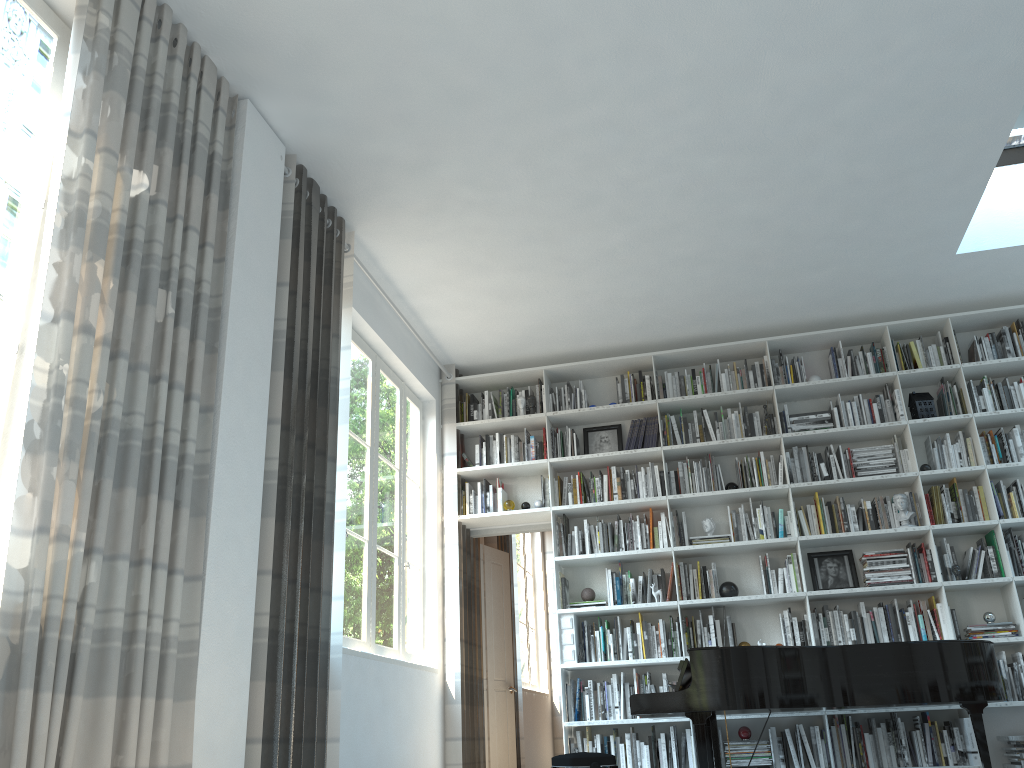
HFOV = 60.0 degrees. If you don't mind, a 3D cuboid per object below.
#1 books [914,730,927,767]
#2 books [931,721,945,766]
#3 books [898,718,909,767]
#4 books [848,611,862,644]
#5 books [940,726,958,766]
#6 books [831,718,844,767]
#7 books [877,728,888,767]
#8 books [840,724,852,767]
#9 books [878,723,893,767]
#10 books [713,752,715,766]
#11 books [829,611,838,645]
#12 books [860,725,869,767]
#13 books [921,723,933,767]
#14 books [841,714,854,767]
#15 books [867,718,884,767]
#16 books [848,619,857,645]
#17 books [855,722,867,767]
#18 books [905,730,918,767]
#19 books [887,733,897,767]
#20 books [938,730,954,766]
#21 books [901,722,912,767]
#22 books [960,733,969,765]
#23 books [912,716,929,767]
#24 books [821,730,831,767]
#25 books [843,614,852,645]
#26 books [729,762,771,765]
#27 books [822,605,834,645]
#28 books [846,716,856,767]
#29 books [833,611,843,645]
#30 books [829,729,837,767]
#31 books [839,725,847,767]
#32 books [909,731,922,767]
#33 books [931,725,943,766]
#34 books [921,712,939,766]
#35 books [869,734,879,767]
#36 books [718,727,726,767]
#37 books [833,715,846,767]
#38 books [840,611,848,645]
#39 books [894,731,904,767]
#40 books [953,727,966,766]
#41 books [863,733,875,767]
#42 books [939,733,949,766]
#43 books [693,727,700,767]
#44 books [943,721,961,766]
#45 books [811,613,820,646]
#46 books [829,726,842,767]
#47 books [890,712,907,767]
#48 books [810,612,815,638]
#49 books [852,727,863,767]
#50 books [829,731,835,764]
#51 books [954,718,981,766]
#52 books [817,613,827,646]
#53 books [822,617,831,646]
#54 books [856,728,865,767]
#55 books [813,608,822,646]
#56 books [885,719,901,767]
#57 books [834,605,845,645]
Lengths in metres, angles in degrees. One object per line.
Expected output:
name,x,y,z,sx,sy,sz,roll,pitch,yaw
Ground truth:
books,2.551,2.287,5.566,0.029,0.209,0.171,-7,-22,11
books,2.664,2.252,5.556,0.011,0.257,0.172,-7,-22,11
books,2.457,2.263,5.602,0.014,0.287,0.185,-7,-22,11
books,2.280,1.637,5.891,0.029,0.237,0.166,-7,-22,11
books,2.731,2.262,5.547,0.028,0.226,0.162,-7,-22,11
books,2.087,2.304,5.681,0.014,0.299,0.185,-7,-22,11
books,2.343,2.310,5.634,0.030,0.233,0.138,-7,-22,11
books,2.133,2.323,5.683,0.025,0.262,0.145,-7,-22,11
books,2.370,2.294,5.633,0.028,0.260,0.133,-7,-22,11
books,1.330,2.435,5.834,0.023,0.230,0.165,-7,-22,11
books,2.150,1.658,5.941,0.024,0.246,0.132,-7,-22,11
books,2.241,2.314,5.662,0.012,0.254,0.151,-7,-22,11
books,2.595,2.259,5.556,0.044,0.250,0.187,-7,-22,11
books,2.147,2.283,5.684,0.012,0.336,0.144,-7,-22,11
books,2.314,2.285,5.648,0.026,0.293,0.155,-7,-22,11
books,2.251,1.663,5.881,0.029,0.183,0.175,-7,-22,11
books,2.229,2.306,5.668,0.012,0.275,0.155,-7,-22,11
books,2.514,2.301,5.600,0.040,0.211,0.130,-7,-22,11
books,2.397,2.317,5.615,0.024,0.202,0.145,-7,-22,11
books,2.705,2.271,5.537,0.022,0.204,0.192,-7,-22,11
books,2.480,2.279,5.608,0.024,0.261,0.132,-7,-22,11
books,2.797,2.274,5.523,0.023,0.181,0.149,-7,-22,11
books,2.570,2.247,5.579,0.011,0.291,0.184,-7,-22,11
books,2.022,2.352,5.709,0.021,0.236,0.116,-7,-22,11
books,2.227,1.653,5.896,0.023,0.216,0.175,-7,-22,11
books,1.544,2.468,5.768,0.254,0.007,0.161,-6,-22,8
books,2.125,1.643,5.959,0.027,0.289,0.141,-7,-22,11
books,2.170,2.292,5.675,0.034,0.310,0.170,-7,-22,11
books,2.170,1.649,5.920,0.027,0.244,0.180,-7,-22,11
books,2.056,2.346,5.698,0.010,0.236,0.134,-7,-22,11
books,2.119,2.331,5.695,0.010,0.257,0.131,-7,-22,11
books,2.531,2.289,5.565,0.010,0.205,0.180,-7,-22,11
books,2.649,2.269,5.569,0.028,0.237,0.140,-7,-22,11
books,2.622,2.226,5.566,0.013,0.315,0.187,-7,-22,11
books,2.291,2.337,5.646,0.030,0.196,0.143,-7,-22,11
books,1.381,2.408,5.841,0.027,0.281,0.130,-7,-22,11
books,2.103,2.290,5.701,0.014,0.338,0.140,-7,-22,11
books,2.210,1.651,5.926,0.021,0.243,0.142,-7,-22,11
books,2.430,2.305,5.602,0.022,0.212,0.168,-7,-22,11
books,2.768,2.256,5.524,0.029,0.217,0.191,-7,-22,11
books,2.256,2.325,5.626,0.028,0.205,0.175,-7,-22,11
books,2.685,2.284,5.549,0.024,0.190,0.155,-7,-22,11
books,1.228,2.427,5.875,0.012,0.284,0.160,-7,-22,11
books,2.748,2.243,5.541,0.013,0.255,0.177,-7,-22,11
books,2.036,1.672,5.958,0.029,0.243,0.154,-7,-22,11
books,2.068,2.327,5.676,0.026,0.255,0.184,-7,-22,11
books,2.443,2.242,5.613,0.014,0.334,0.183,-7,-22,11
books,2.016,1.656,5.973,0.012,0.284,0.160,-7,-22,11
books,2.201,2.323,5.667,0.022,0.246,0.144,-7,-22,11
books,2.044,2.339,5.701,0.012,0.253,0.161,-7,-22,11
books,2.809,2.206,5.471,0.038,0.268,0.278,-7,-22,11
books,2.070,1.665,5.933,0.027,0.233,0.168,-7,-22,11
books,2.098,1.678,5.934,0.024,0.207,0.170,-7,-22,11
books,2.217,2.323,5.659,0.012,0.238,0.129,-7,-22,11
books,2.053,1.652,5.954,0.011,0.274,0.146,-7,-22,11
books,2.410,2.272,5.615,0.013,0.284,0.185,-7,-22,11
books,2.188,1.629,5.919,0.013,0.281,0.167,-7,-22,11
